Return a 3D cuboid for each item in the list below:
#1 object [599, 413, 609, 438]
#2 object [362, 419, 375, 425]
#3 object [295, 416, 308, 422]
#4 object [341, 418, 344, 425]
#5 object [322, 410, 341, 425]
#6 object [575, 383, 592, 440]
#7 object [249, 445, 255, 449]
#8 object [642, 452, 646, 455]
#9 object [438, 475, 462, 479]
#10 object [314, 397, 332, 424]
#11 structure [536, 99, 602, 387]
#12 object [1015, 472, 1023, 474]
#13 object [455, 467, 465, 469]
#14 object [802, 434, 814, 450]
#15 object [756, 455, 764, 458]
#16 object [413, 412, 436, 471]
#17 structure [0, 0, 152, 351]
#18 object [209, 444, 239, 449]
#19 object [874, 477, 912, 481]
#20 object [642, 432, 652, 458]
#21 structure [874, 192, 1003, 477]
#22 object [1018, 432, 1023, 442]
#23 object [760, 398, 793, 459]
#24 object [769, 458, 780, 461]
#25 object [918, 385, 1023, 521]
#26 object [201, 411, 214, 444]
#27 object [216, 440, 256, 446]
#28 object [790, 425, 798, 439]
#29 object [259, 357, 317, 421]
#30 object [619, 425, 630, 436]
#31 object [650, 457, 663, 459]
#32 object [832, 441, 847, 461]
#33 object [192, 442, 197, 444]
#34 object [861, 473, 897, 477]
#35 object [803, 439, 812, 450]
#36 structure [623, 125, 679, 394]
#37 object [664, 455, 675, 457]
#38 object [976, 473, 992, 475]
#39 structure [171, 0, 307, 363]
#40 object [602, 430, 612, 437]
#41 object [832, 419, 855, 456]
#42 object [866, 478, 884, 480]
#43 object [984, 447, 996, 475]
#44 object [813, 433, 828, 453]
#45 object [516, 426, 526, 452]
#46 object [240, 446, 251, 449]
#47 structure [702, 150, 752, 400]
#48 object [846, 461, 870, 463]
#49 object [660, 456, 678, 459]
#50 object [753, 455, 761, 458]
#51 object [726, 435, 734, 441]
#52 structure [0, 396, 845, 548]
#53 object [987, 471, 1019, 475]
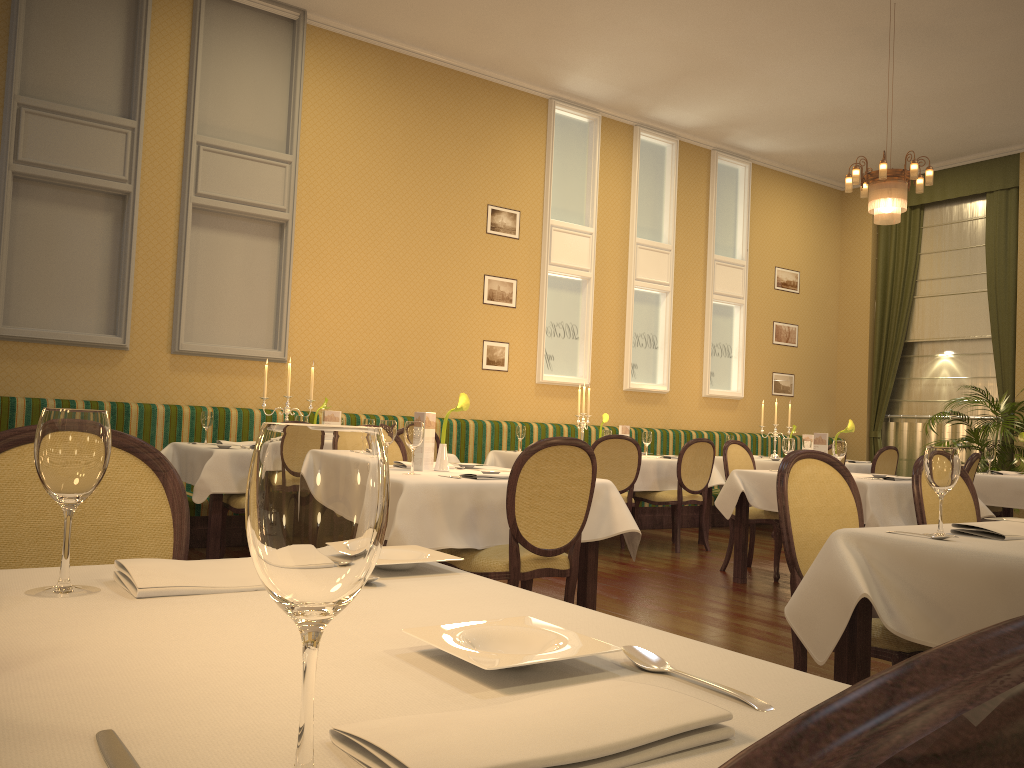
[{"bbox_3d":[0.802,0.447,7.880,0.076,0.375,0.163,3,-3,-13],"label":"object"},{"bbox_3d":[-1.006,0.359,6.206,0.088,0.229,0.088,2,-3,13],"label":"object"},{"bbox_3d":[-1.413,0.328,5.933,0.088,0.229,0.088,2,-3,13],"label":"object"},{"bbox_3d":[-1.330,0.369,6.755,0.088,0.229,0.088,2,-3,13],"label":"object"},{"bbox_3d":[-1.314,0.328,6.315,0.166,0.277,0.081,1,-3,26],"label":"object"},{"bbox_3d":[0.622,0.298,7.777,0.131,0.655,0.390,4,-3,-21],"label":"object"},{"bbox_3d":[-1.559,0.416,5.801,0.273,0.033,0.142,4,-3,-35],"label":"object"},{"bbox_3d":[1.251,0.677,8.587,0.160,0.024,0.160,4,-3,-35],"label":"object"},{"bbox_3d":[-0.267,0.390,3.756,0.017,0.010,0.185,4,-3,-35],"label":"object"},{"bbox_3d":[-1.410,0.281,6.492,0.076,0.375,0.163,1,-3,37],"label":"object"},{"bbox_3d":[0.585,-1.474,9.428,0.687,2.985,0.200,4,-3,-35],"label":"structure"},{"bbox_3d":[4.457,0.792,7.866,0.160,0.024,0.160,4,-3,-35],"label":"object"},{"bbox_3d":[-0.290,0.421,4.481,0.038,0.015,0.181,4,-3,-33],"label":"object"},{"bbox_3d":[3.124,0.677,9.443,0.081,0.277,0.166,4,-3,-19],"label":"object"},{"bbox_3d":[2.680,0.790,9.611,0.160,0.024,0.160,4,-3,-35],"label":"object"},{"bbox_3d":[-0.428,0.271,4.189,0.081,0.277,0.166,2,-3,11],"label":"object"},{"bbox_3d":[-3.305,-1.838,6.701,0.956,3.103,0.200,4,-3,-35],"label":"structure"},{"bbox_3d":[-1.824,0.398,5.621,0.160,0.024,0.160,4,-3,-35],"label":"object"},{"bbox_3d":[2.410,0.592,5.553,0.273,0.024,0.142,4,-3,-35],"label":"object"},{"bbox_3d":[1.180,0.532,7.763,0.088,0.229,0.088,2,-3,13],"label":"object"},{"bbox_3d":[5.397,-0.510,11.045,0.123,4.511,1.942,4,-3,-35],"label":"structure"},{"bbox_3d":[4.371,0.595,7.509,0.076,0.375,0.163,3,-3,-13],"label":"object"},{"bbox_3d":[2.758,0.466,9.284,0.131,0.655,0.390,4,-3,-29],"label":"object"},{"bbox_3d":[2.591,0.745,8.718,0.160,0.024,0.160,4,-3,-35],"label":"object"},{"bbox_3d":[5.294,0.786,9.659,1.496,1.807,1.552,1,-3,36],"label":"object"},{"bbox_3d":[-2.134,0.307,6.197,0.088,0.229,0.088,2,-3,13],"label":"object"},{"bbox_3d":[-1.932,0.420,6.272,0.273,0.033,0.142,4,-3,-35],"label":"object"},{"bbox_3d":[2.998,0.623,9.501,0.076,0.375,0.163,0,-4,42],"label":"object"},{"bbox_3d":[-1.592,0.127,6.293,0.390,0.655,0.131,3,-3,-16],"label":"object"},{"bbox_3d":[1.009,0.510,7.945,0.081,0.277,0.166,2,-3,16],"label":"object"},{"bbox_3d":[1.262,0.647,7.797,0.017,0.010,0.185,4,-3,-35],"label":"object"},{"bbox_3d":[2.057,0.472,5.579,0.088,0.229,0.088,2,-3,7],"label":"object"},{"bbox_3d":[-2.214,0.408,6.145,0.038,0.015,0.181,4,-3,-33],"label":"object"},{"bbox_3d":[2.388,0.600,5.768,0.160,0.024,0.160,4,-3,-35],"label":"object"},{"bbox_3d":[3.002,0.675,9.029,0.088,0.229,0.088,2,-3,13],"label":"object"},{"bbox_3d":[1.563,-1.397,10.113,0.661,2.985,0.200,4,-3,-35],"label":"structure"},{"bbox_3d":[1.432,0.661,8.066,0.160,0.024,0.160,4,-3,-35],"label":"object"},{"bbox_3d":[4.016,0.762,7.524,0.017,0.010,0.185,4,-3,-34],"label":"object"},{"bbox_3d":[-2.266,-1.757,7.429,0.956,3.103,0.200,4,-3,-35],"label":"structure"},{"bbox_3d":[0.797,0.501,7.482,0.088,0.229,0.088,2,-3,13],"label":"object"},{"bbox_3d":[2.198,0.422,5.926,0.163,0.375,0.076,1,-3,32],"label":"object"},{"bbox_3d":[2.217,0.585,5.498,0.017,0.010,0.185,4,-3,-35],"label":"object"},{"bbox_3d":[4.085,0.658,7.583,0.088,0.229,0.088,2,-3,13],"label":"object"},{"bbox_3d":[2.057,0.466,5.931,0.081,0.277,0.166,2,-3,11],"label":"object"},{"bbox_3d":[0.075,0.480,7.746,0.088,0.229,0.088,2,-3,13],"label":"object"},{"bbox_3d":[-1.725,0.413,5.751,0.038,0.015,0.181,4,-3,-33],"label":"object"},{"bbox_3d":[2.600,-1.316,10.840,0.670,2.985,0.200,4,-3,-35],"label":"structure"},{"bbox_3d":[3.660,0.827,9.398,0.273,0.024,0.142,4,-3,-35],"label":"object"},{"bbox_3d":[1.455,0.654,7.851,0.273,0.024,0.142,4,-3,-35],"label":"object"},{"bbox_3d":[2.483,0.767,9.368,0.273,0.033,0.142,4,-3,-35],"label":"object"},{"bbox_3d":[2.281,0.653,9.293,0.088,0.229,0.088,2,-3,13],"label":"object"},{"bbox_3d":[-1.353,0.765,7.529,14.516,1.031,0.850,4,-3,-35],"label":"structure"},{"bbox_3d":[4.254,0.772,7.687,0.273,0.033,0.142,4,-3,-35],"label":"object"}]
